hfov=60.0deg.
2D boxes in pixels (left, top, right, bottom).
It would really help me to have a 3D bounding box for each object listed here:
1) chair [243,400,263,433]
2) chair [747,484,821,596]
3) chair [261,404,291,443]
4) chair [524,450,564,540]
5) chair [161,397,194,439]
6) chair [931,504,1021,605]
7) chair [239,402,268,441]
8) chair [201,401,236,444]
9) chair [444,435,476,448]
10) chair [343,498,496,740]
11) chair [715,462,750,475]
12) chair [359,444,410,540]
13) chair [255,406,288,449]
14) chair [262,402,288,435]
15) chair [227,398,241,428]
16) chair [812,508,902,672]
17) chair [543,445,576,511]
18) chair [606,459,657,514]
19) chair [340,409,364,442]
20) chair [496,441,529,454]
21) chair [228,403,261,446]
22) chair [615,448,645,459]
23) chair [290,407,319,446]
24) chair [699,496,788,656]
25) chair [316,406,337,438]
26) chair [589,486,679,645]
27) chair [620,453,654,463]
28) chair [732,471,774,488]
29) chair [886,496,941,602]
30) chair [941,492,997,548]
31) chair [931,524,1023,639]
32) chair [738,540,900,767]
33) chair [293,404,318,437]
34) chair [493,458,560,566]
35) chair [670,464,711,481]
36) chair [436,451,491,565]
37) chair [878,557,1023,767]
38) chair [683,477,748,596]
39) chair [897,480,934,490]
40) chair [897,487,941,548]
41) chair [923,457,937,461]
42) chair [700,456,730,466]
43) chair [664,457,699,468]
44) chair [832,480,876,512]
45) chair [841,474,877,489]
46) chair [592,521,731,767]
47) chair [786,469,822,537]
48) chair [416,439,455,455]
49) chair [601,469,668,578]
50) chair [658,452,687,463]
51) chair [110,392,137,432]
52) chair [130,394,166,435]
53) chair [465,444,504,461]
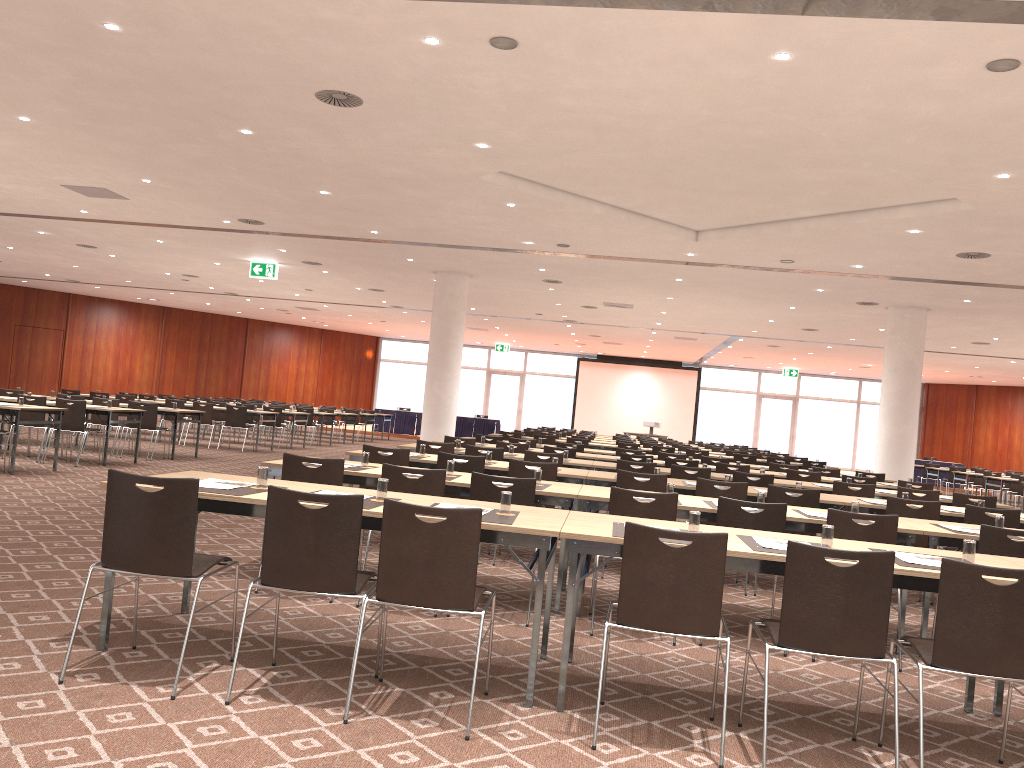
[{"bbox_3d":[-7.640,0.958,26.578,0.535,0.939,0.614,5,-1,9],"label":"chair"},{"bbox_3d":[2.392,1.352,7.722,0.535,0.939,0.614,5,-1,10],"label":"chair"},{"bbox_3d":[-5.871,0.998,22.202,0.535,0.939,0.614,5,-1,4],"label":"chair"},{"bbox_3d":[0.326,1.225,10.021,0.535,0.939,0.614,5,-1,4],"label":"chair"},{"bbox_3d":[-7.690,0.779,20.485,0.535,0.939,0.614,5,-1,5],"label":"chair"},{"bbox_3d":[3.964,1.492,7.502,0.535,0.939,0.614,5,-1,7],"label":"chair"},{"bbox_3d":[-6.482,0.945,22.356,0.535,0.939,0.614,5,-1,6],"label":"chair"},{"bbox_3d":[-6.681,0.867,20.284,0.535,0.939,0.614,5,-1,9],"label":"chair"},{"bbox_3d":[-0.724,1.189,12.158,0.535,0.939,0.614,5,-1,7],"label":"chair"},{"bbox_3d":[-0.367,0.988,3.987,0.535,0.939,0.614,5,-1,6],"label":"chair"},{"bbox_3d":[2.857,1.509,11.694,0.535,0.939,0.614,5,-1,8],"label":"chair"},{"bbox_3d":[-1.151,1.033,8.105,0.535,0.939,0.614,5,-1,6],"label":"chair"},{"bbox_3d":[-5.417,0.981,20.136,0.535,0.939,0.614,5,-1,4],"label":"chair"},{"bbox_3d":[-7.002,1.011,26.361,0.535,0.939,0.614,5,-1,8],"label":"chair"},{"bbox_3d":[-8.319,0.896,26.598,0.535,0.939,0.614,5,-1,4],"label":"chair"},{"bbox_3d":[2.182,1.275,5.734,0.535,0.939,0.614,5,-1,6],"label":"chair"},{"bbox_3d":[0.622,1.307,11.922,0.535,0.939,0.614,5,-1,9],"label":"chair"},{"bbox_3d":[1.337,1.315,9.860,0.535,0.939,0.614,5,-1,4],"label":"chair"},{"bbox_3d":[-4.714,1.221,26.233,0.535,0.939,0.614,5,-1,5],"label":"chair"},{"bbox_3d":[-0.021,1.251,12.033,0.535,0.939,0.614,5,-1,5],"label":"chair"},{"bbox_3d":[-6.104,0.923,20.358,0.535,0.939,0.614,5,-1,5],"label":"chair"},{"bbox_3d":[1.803,1.471,13.796,0.535,0.939,0.614,5,-1,9],"label":"chair"},{"bbox_3d":[-5.177,1.064,22.262,0.535,0.939,0.614,5,-1,5],"label":"chair"},{"bbox_3d":[1.526,1.218,5.854,0.535,0.939,0.614,5,-1,8],"label":"chair"},{"bbox_3d":[-5.481,1.148,26.182,0.535,0.939,0.614,5,-1,4],"label":"chair"},{"bbox_3d":[0.822,1.152,5.859,0.535,0.939,0.614,5,-1,4],"label":"chair"},{"bbox_3d":[1.624,1.399,11.881,0.535,0.939,0.614,5,-1,4],"label":"chair"},{"bbox_3d":[2.569,1.424,9.679,0.535,0.939,0.614,5,-1,6],"label":"chair"},{"bbox_3d":[3.378,1.441,7.649,0.535,0.939,0.614,5,-1,8],"label":"chair"},{"bbox_3d":[4.835,1.629,9.447,0.535,0.939,0.614,5,-1,9],"label":"chair"},{"bbox_3d":[3.066,1.354,5.595,0.535,0.939,0.614,5,-1,4],"label":"chair"},{"bbox_3d":[1.334,1.142,3.821,0.535,0.939,0.614,5,-1,6],"label":"chair"},{"bbox_3d":[-6.098,1.095,26.337,0.535,0.939,0.614,5,-1,7],"label":"chair"},{"bbox_3d":[0.162,1.153,8.028,0.535,0.939,0.614,5,-1,4],"label":"chair"},{"bbox_3d":[1.926,1.369,9.833,0.535,0.939,0.614,5,-1,5],"label":"chair"},{"bbox_3d":[-0.469,1.095,8.059,0.535,0.939,0.614,5,-1,8],"label":"chair"},{"bbox_3d":[1.934,1.194,3.715,0.535,0.939,0.614,5,-1,8],"label":"chair"},{"bbox_3d":[1.782,1.296,7.759,0.535,0.939,0.614,5,-1,7],"label":"chair"},{"bbox_3d":[5.112,1.711,11.428,0.535,0.939,0.614,5,-1,7],"label":"chair"},{"bbox_3d":[4.283,1.580,9.555,0.535,0.939,0.614,5,-1,5],"label":"chair"},{"bbox_3d":[14.354,2.987,30.397,0.535,0.939,0.614,5,-1,7],"label":"chair"},{"bbox_3d":[3.081,1.588,13.723,0.535,0.939,0.614,5,-1,4],"label":"chair"},{"bbox_3d":[2.201,1.449,11.736,0.535,0.939,0.614,5,-1,7],"label":"chair"},{"bbox_3d":[3.619,1.520,9.591,0.535,0.939,0.614,5,-1,6],"label":"chair"},{"bbox_3d":[4.405,1.647,11.476,0.535,0.939,0.614,5,-1,4],"label":"chair"},{"bbox_3d":[0.685,1.085,3.940,0.535,0.939,0.614,5,-1,9],"label":"chair"},{"bbox_3d":[3.762,1.591,11.629,0.535,0.939,0.614,5,-1,8],"label":"chair"},{"bbox_3d":[-0.888,1.115,10.122,0.535,0.939,0.614,5,-1,4],"label":"chair"},{"bbox_3d":[1.118,1.238,7.873,0.535,0.939,0.614,5,-1,9],"label":"chair"},{"bbox_3d":[2.437,1.529,13.756,0.535,0.939,0.614,5,-1,6],"label":"chair"},{"bbox_3d":[-8.913,0.671,20.689,0.535,0.939,0.614,5,-1,5],"label":"chair"},{"bbox_3d":[-8.367,0.716,20.483,0.535,0.939,0.614,5,-1,10],"label":"chair"},{"bbox_3d":[-0.328,1.164,10.021,0.535,0.939,0.614,5,-1,6],"label":"chair"}]
